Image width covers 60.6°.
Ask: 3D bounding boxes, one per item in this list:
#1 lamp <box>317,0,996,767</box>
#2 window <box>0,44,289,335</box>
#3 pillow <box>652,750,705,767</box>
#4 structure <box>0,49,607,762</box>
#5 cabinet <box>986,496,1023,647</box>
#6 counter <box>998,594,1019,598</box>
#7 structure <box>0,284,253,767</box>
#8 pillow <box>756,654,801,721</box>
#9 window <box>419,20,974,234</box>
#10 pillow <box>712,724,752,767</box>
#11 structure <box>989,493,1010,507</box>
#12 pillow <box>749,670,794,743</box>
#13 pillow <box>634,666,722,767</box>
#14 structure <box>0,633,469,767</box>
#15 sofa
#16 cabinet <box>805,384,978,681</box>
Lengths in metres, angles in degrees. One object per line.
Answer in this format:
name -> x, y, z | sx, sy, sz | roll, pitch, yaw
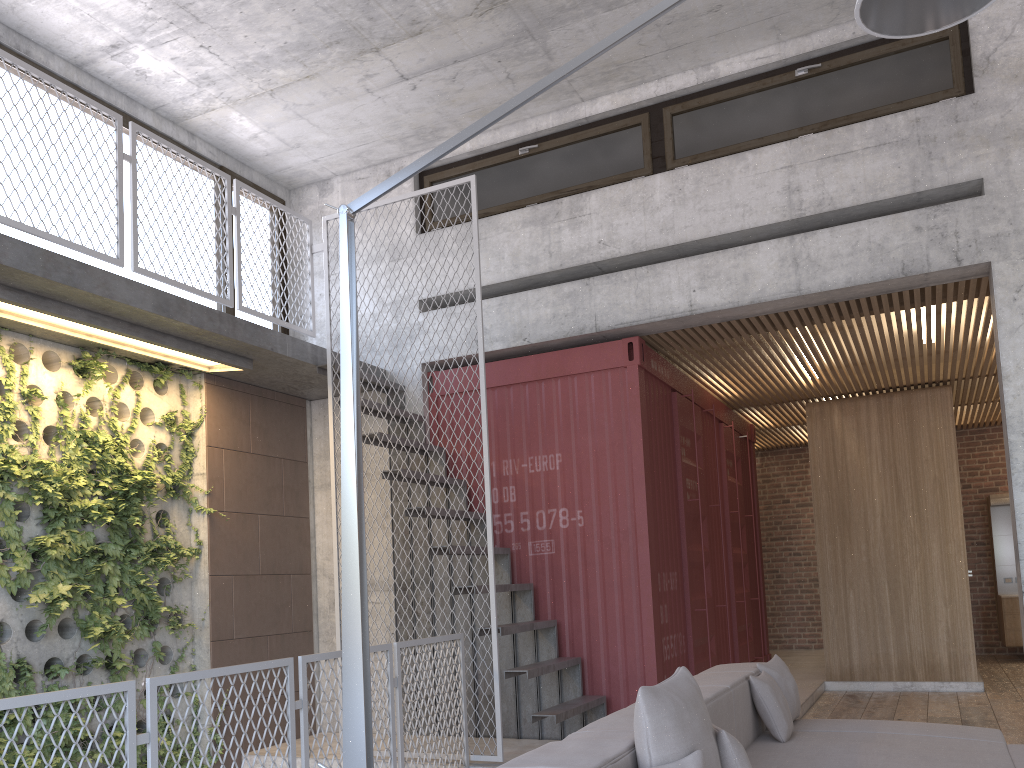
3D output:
lamp -> 0.314, 0.263, 2.942 | 2.635, 3.370, 0.764 | -5, -5, 13
window -> -2.894, -1.171, 6.527 | 0.110, 1.713, 3.621 | -5, -11, 25
pillow -> 0.465, 1.300, 2.597 | 0.370, 0.370, 0.153 | 3, -8, -32
structure -> -1.529, 0.628, 5.804 | 3.055, 4.241, 3.731 | -6, -9, 25
cabinet -> 8.463, 2.235, 11.128 | 4.142, 2.040, 1.088 | -8, -8, 25
counter -> 8.389, 2.558, 10.908 | 4.105, 0.020, 0.663 | -9, -14, 25
structure -> -2.763, 1.238, 5.709 | 1.011, 3.755, 2.659 | -5, -8, 25
pillow -> 1.504, 1.715, 4.918 | 0.189, 0.360, 0.366 | -7, -9, 30
window -> 2.981, -2.173, 5.905 | 8.493, 0.599, 0.114 | -9, -7, 25
pillow -> 0.769, 1.368, 3.065 | 0.169, 0.365, 0.384 | -3, -9, -1
structure -> 8.422, 1.315, 11.211 | 4.105, 0.154, 0.211 | -9, -12, 25
pillow -> 1.353, 1.675, 4.553 | 0.188, 0.352, 0.375 | -6, -9, 24
pillow -> 0.558, 1.234, 2.885 | 0.223, 0.547, 0.571 | -6, -9, 27
structure -> -2.139, 1.907, 4.447 | 1.939, 0.916, 4.497 | -8, -14, 24
sofa -> 1.934, 1.565, 3.249 | 3.031, 0.771, 3.044 | -9, -14, 25
cabinet -> 4.879, 1.972, 11.134 | 1.526, 3.071, 3.809 | -6, -10, 25
